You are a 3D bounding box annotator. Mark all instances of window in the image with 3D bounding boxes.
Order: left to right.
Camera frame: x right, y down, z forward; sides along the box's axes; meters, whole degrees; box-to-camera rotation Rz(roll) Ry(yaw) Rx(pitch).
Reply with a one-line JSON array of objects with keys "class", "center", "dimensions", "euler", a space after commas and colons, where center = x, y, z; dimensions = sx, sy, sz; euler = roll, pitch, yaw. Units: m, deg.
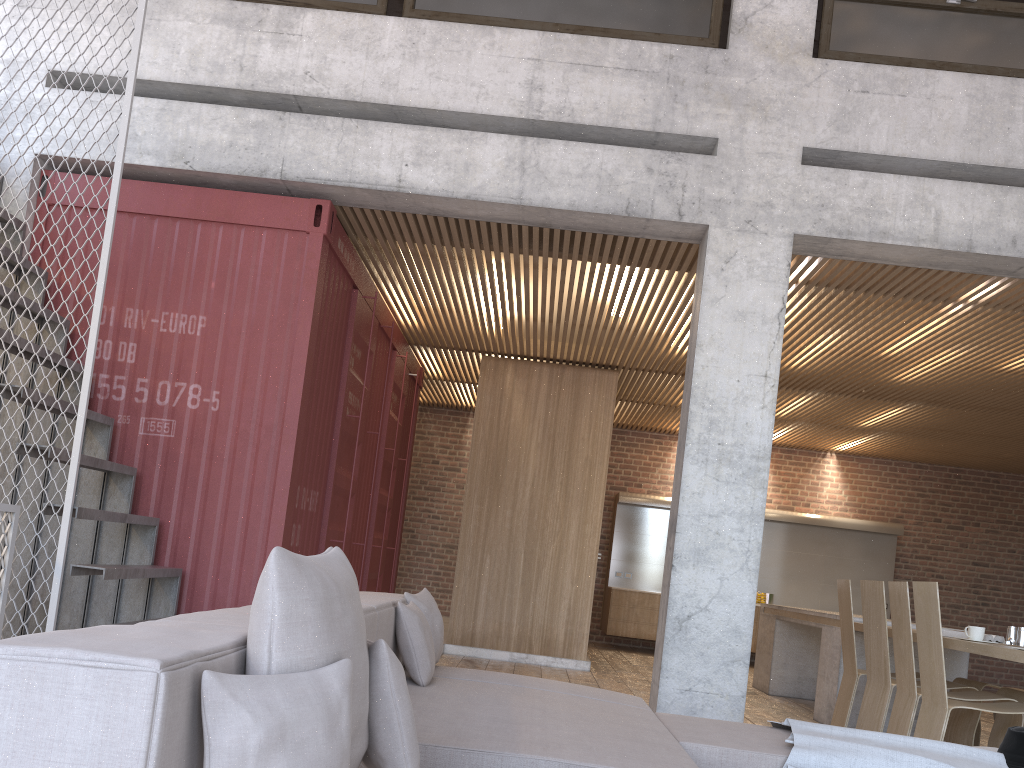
[{"class": "window", "center": [1.306, -2.393, 5.638], "dimensions": [8.428, 0.603, 0.114], "euler": [6, -4, 2]}]

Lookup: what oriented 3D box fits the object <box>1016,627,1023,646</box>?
[{"class": "object", "center": [3.032, 1.503, 5.215], "dimensions": [0.053, 0.110, 0.052], "euler": [11, -6, -43]}]

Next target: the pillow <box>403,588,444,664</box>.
[{"class": "pillow", "center": [-0.414, 1.149, 4.130], "dimensions": [0.187, 0.361, 0.369], "euler": [6, -7, 8]}]

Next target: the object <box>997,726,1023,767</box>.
[{"class": "object", "center": [1.978, 1.399, 3.354], "dimensions": [0.299, 0.166, 0.306], "euler": [9, -10, -10]}]

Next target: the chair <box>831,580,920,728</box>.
[{"class": "chair", "center": [2.703, 2.047, 6.331], "dimensions": [0.720, 1.179, 0.353], "euler": [6, -4, 7]}]

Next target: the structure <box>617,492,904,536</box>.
[{"class": "structure", "center": [3.572, 1.877, 12.678], "dimensions": [4.074, 0.155, 0.212], "euler": [6, -9, 2]}]

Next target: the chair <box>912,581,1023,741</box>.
[{"class": "chair", "center": [2.581, 1.720, 4.818], "dimensions": [0.721, 1.179, 0.353], "euler": [6, -4, 5]}]

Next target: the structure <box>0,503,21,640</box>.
[{"class": "structure", "center": [-3.550, 0.505, 2.233], "dimensions": [1.924, 0.919, 4.515], "euler": [6, -11, 3]}]

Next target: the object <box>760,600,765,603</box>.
[{"class": "object", "center": [3.501, 3.047, 12.253], "dimensions": [0.063, 0.051, 0.054], "euler": [9, -8, -13]}]

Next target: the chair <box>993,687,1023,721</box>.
[{"class": "chair", "center": [3.646, 2.049, 5.796], "dimensions": [0.721, 1.179, 0.353], "euler": [7, -4, 2]}]

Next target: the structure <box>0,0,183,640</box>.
[{"class": "structure", "center": [-3.250, -0.719, 3.724], "dimensions": [3.035, 4.255, 3.744], "euler": [7, -7, 2]}]

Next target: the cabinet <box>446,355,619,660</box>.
[{"class": "cabinet", "center": [0.292, 1.679, 11.180], "dimensions": [1.517, 3.080, 3.824], "euler": [7, -8, 3]}]

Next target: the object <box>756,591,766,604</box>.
[{"class": "object", "center": [3.445, 2.997, 12.325], "dimensions": [0.189, 0.172, 0.211], "euler": [7, -8, 2]}]

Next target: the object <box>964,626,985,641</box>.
[{"class": "object", "center": [2.801, 1.511, 5.301], "dimensions": [0.093, 0.087, 0.119], "euler": [-1, -12, 45]}]

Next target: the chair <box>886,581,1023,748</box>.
[{"class": "chair", "center": [2.655, 1.833, 5.322], "dimensions": [0.720, 1.179, 0.353], "euler": [6, -4, 7]}]

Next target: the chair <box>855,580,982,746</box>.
[{"class": "chair", "center": [2.684, 1.941, 5.826], "dimensions": [0.722, 1.179, 0.352], "euler": [7, -4, -1]}]

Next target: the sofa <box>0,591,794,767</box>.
[{"class": "sofa", "center": [0.612, 1.248, 2.774], "dimensions": [3.008, 0.774, 3.056], "euler": [6, -11, 2]}]

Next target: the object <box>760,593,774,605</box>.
[{"class": "object", "center": [3.641, 3.076, 12.524], "dimensions": [0.190, 0.168, 0.194], "euler": [5, -8, 13]}]

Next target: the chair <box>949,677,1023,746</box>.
[{"class": "chair", "center": [3.599, 2.148, 6.303], "dimensions": [0.723, 1.179, 0.352], "euler": [7, -4, -4]}]

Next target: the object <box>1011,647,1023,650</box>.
[{"class": "object", "center": [2.747, 1.399, 4.585], "dimensions": [0.186, 0.013, 0.188], "euler": [9, -12, -11]}]

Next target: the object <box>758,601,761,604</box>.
[{"class": "object", "center": [3.477, 3.057, 12.308], "dimensions": [0.061, 0.055, 0.051], "euler": [8, -7, -7]}]

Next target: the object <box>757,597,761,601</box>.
[{"class": "object", "center": [3.447, 3.005, 12.257], "dimensions": [0.061, 0.054, 0.052], "euler": [5, -8, 16]}]

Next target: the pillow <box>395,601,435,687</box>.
[{"class": "pillow", "center": [-0.408, 1.105, 3.734], "dimensions": [0.187, 0.353, 0.377], "euler": [7, -8, 2]}]

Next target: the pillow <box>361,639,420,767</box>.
[{"class": "pillow", "center": [-0.328, 0.791, 2.138], "dimensions": [0.171, 0.367, 0.379], "euler": [9, -8, -24]}]

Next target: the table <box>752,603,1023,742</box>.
[{"class": "table", "center": [3.115, 2.372, 6.996], "dimensions": [1.011, 0.906, 5.289], "euler": [6, -11, 3]}]

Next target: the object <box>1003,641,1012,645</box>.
[{"class": "object", "center": [2.948, 1.540, 5.217], "dimensions": [0.051, 0.019, 0.051], "euler": [10, -11, -15]}]

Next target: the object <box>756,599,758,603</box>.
[{"class": "object", "center": [3.414, 3.038, 12.259], "dimensions": [0.051, 0.052, 0.065], "euler": [0, -11, 45]}]

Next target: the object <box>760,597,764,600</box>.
[{"class": "object", "center": [3.503, 3.002, 12.282], "dimensions": [0.061, 0.053, 0.054], "euler": [8, -8, -7]}]

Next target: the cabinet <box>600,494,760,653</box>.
[{"class": "cabinet", "center": [3.461, 2.796, 12.615], "dimensions": [4.111, 2.050, 1.091], "euler": [7, -5, 2]}]

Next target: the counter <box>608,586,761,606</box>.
[{"class": "counter", "center": [3.412, 3.114, 12.383], "dimensions": [4.074, 0.020, 0.666], "euler": [6, -12, 2]}]

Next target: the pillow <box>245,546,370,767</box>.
[{"class": "pillow", "center": [-0.426, 0.625, 1.889], "dimensions": [0.221, 0.549, 0.573], "euler": [7, -8, 5]}]

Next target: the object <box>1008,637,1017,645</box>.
[{"class": "object", "center": [2.970, 1.527, 5.205], "dimensions": [0.051, 0.045, 0.052], "euler": [4, -9, 20]}]

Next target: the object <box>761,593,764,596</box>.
[{"class": "object", "center": [3.512, 2.959, 12.304], "dimensions": [0.050, 0.059, 0.060], "euler": [2, -9, 37]}]

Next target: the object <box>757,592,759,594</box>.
[{"class": "object", "center": [3.442, 2.955, 12.334], "dimensions": [0.051, 0.053, 0.064], "euler": [1, -10, 38]}]

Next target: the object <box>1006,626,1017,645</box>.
[{"class": "object", "center": [2.999, 1.510, 5.264], "dimensions": [0.053, 0.108, 0.052], "euler": [11, -7, -42]}]

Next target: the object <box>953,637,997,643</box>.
[{"class": "object", "center": [2.806, 1.555, 5.308], "dimensions": [0.186, 0.013, 0.188], "euler": [9, -12, -11]}]

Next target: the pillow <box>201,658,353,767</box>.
[{"class": "pillow", "center": [-0.417, 0.692, 1.587], "dimensions": [0.150, 0.371, 0.376], "euler": [4, -8, 35]}]

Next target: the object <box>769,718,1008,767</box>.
[{"class": "object", "center": [1.778, 1.645, 3.359], "dimensions": [1.590, 0.495, 1.067], "euler": [3, -11, 20]}]

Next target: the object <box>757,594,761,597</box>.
[{"class": "object", "center": [3.457, 2.957, 12.265], "dimensions": [0.064, 0.052, 0.051], "euler": [14, -10, -39]}]
